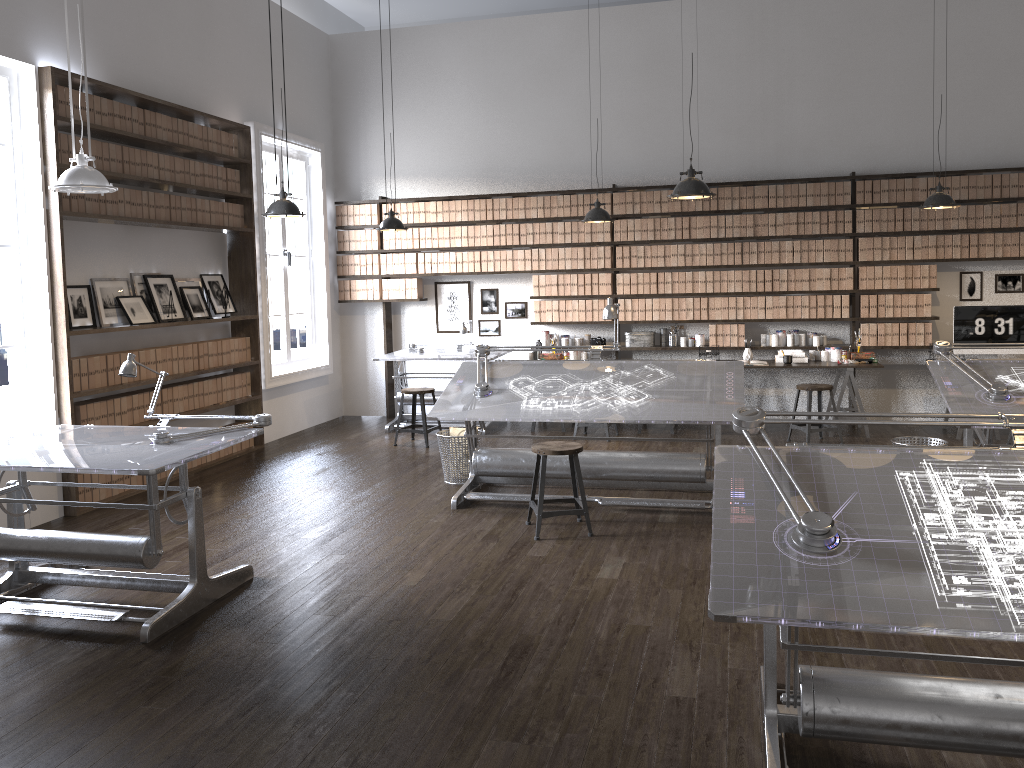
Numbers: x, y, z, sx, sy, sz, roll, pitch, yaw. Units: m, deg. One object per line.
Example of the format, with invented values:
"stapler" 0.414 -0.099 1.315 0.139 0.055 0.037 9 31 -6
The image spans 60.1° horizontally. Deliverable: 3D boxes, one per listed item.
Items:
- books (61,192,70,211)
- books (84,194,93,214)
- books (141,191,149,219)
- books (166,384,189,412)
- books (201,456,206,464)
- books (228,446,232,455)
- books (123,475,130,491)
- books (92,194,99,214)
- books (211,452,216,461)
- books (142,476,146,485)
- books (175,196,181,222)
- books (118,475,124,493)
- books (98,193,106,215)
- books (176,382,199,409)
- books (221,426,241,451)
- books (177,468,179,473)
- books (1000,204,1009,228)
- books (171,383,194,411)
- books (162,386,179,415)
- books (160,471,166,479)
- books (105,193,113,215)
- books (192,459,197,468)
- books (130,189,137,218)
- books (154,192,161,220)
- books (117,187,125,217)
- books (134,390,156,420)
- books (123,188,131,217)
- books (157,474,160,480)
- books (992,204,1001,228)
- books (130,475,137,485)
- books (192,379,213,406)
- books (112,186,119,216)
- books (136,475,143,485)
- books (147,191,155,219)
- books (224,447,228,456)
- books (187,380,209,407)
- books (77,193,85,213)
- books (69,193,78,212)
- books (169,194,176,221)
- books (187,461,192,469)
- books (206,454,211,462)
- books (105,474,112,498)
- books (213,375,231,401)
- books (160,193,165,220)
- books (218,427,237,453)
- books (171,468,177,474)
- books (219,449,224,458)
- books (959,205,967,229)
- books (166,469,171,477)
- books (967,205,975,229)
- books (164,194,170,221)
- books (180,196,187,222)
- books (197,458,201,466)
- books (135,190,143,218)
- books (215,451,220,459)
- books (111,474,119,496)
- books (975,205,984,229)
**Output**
"books" -3.123 -1.279 6.051 0.174 0.225 0.067 0 4 14
"books" -3.065 -1.305 6.263 0.174 0.225 0.067 0 4 14
"books" -2.915 -1.380 6.864 0.174 0.225 0.067 0 4 14
"books" -2.783 0.114 7.349 0.174 0.225 0.067 0 4 14
"books" -2.718 0.569 7.580 0.174 0.225 0.067 0 4 14
"books" -2.618 0.519 7.978 0.174 0.225 0.067 0 4 14
"books" -2.958 0.686 6.632 0.174 0.225 0.067 0 4 14
"books" -3.052 -1.314 6.333 0.174 0.225 0.067 0 4 14
"books" -2.681 0.552 7.718 0.174 0.225 0.067 0 4 14
"books" -2.900 0.660 6.840 0.174 0.225 0.067 0 4 14
"books" -2.815 -1.430 7.274 0.174 0.225 0.067 0 4 14
"books" -2.976 0.695 6.563 0.174 0.225 0.067 0 4 14
"books" -3.034 -1.322 6.401 0.174 0.225 0.067 0 4 14
"books" -2.744 0.097 7.488 0.174 0.225 0.067 0 4 14
"books" -2.584 0.502 8.115 0.174 0.225 0.067 0 4 14
"books" -2.798 0.610 7.249 0.174 0.225 0.067 0 4 14
"books" 4.598 -1.569 8.301 0.067 0.225 0.175 0 5 14
"books" -2.764 0.106 7.416 0.174 0.225 0.067 0 4 14
"books" -2.810 0.131 7.210 0.174 0.225 0.067 0 4 14
"books" -2.850 0.636 7.036 0.174 0.225 0.067 0 4 14
"books" -3.012 -1.330 6.465 0.174 0.225 0.067 0 4 14
"books" -2.747 0.585 7.444 0.174 0.225 0.067 0 4 14
"books" -2.951 -1.363 6.730 0.174 0.225 0.067 0 4 14
"books" -2.876 -1.397 7.003 0.174 0.225 0.067 0 4 14
"books" -2.984 -1.346 6.591 0.174 0.225 0.067 0 4 14
"books" -2.882 0.166 6.934 0.174 0.225 0.067 0 4 14
"books" -2.964 -1.355 6.661 0.174 0.225 0.067 0 4 14
"books" -2.869 0.643 6.976 0.174 0.225 0.067 0 4 14
"books" 4.528 -1.569 8.319 0.067 0.225 0.175 0 5 14
"books" -2.937 0.678 6.699 0.174 0.225 0.067 0 4 14
"books" -2.693 0.072 7.689 0.174 0.225 0.067 0 4 14
"books" -3.001 -1.338 6.531 0.174 0.225 0.067 0 4 14
"books" -2.924 0.669 6.769 0.174 0.225 0.067 0 4 14
"books" -2.894 -1.388 6.934 0.174 0.225 0.067 0 4 14
"books" -2.636 0.528 7.909 0.174 0.225 0.067 0 4 14
"books" -2.707 0.081 7.618 0.174 0.225 0.067 0 4 14
"books" -3.087 -1.297 6.196 0.174 0.225 0.067 0 4 14
"books" -3.100 -1.288 6.122 0.174 0.225 0.067 0 4 14
"books" -2.828 -1.421 7.200 0.174 0.225 0.067 0 4 14
"books" -2.768 0.593 7.380 0.174 0.225 0.067 0 4 14
"books" -2.697 0.560 7.647 0.174 0.225 0.067 0 4 14
"books" -3.007 0.711 6.433 0.174 0.225 0.067 0 4 14
"books" -2.624 0.038 7.962 0.174 0.225 0.067 0 4 14
"books" -2.865 -1.405 7.066 0.174 0.225 0.067 0 4 14
"books" -2.597 0.511 8.045 0.174 0.225 0.067 0 4 14
"books" -2.818 0.618 7.177 0.174 0.225 0.067 0 4 14
"books" -2.647 0.536 7.842 0.174 0.225 0.067 0 4 14
"books" 4.255 -1.571 8.390 0.067 0.225 0.175 0 5 14
"books" -2.832 0.627 7.106 0.174 0.225 0.067 0 4 14
"books" 4.324 -1.571 8.376 0.067 0.225 0.175 0 5 14
"books" -2.851 -1.412 7.130 0.174 0.225 0.067 0 4 14
"books" -2.793 -1.439 7.342 0.174 0.225 0.067 0 4 14
"books" -2.737 0.577 7.513 0.174 0.225 0.067 0 4 14
"books" -2.936 -1.371 6.798 0.174 0.225 0.067 0 4 14
"books" -2.667 0.544 7.779 0.174 0.225 0.067 0 4 14
"books" -2.986 0.703 6.496 0.174 0.225 0.067 0 4 14
"books" 4.392 -1.571 8.361 0.067 0.225 0.175 0 5 14
